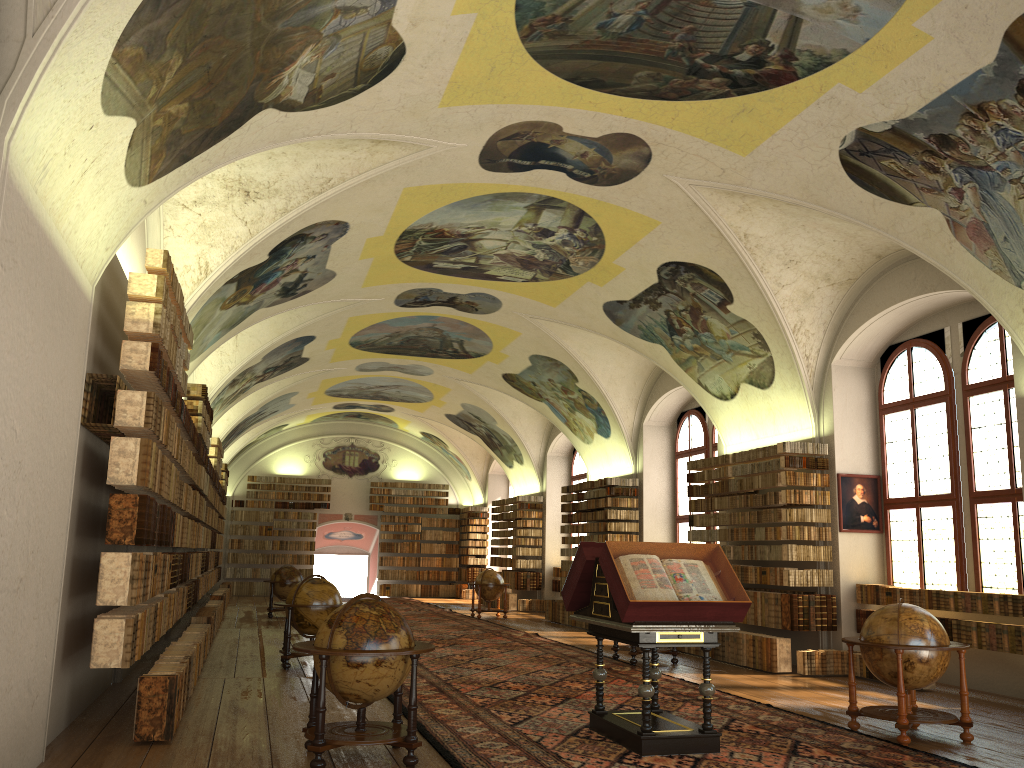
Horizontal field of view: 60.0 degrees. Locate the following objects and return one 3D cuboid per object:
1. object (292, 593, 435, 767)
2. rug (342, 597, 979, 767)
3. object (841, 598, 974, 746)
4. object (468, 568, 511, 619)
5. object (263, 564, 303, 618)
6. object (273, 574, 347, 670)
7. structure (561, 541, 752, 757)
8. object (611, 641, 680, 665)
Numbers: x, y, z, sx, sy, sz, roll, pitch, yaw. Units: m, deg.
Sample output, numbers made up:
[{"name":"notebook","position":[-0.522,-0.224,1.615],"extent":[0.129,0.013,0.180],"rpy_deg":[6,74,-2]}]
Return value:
[{"name":"object","position":[-1.344,2.630,8.015],"extent":[1.280,1.444,1.282],"rpy_deg":[-6,-13,36]},{"name":"rug","position":[-1.278,5.320,18.338],"extent":[4.706,0.064,37.020],"rpy_deg":[4,-11,-16]},{"name":"object","position":[4.262,3.061,9.606],"extent":[1.279,1.444,1.283],"rpy_deg":[-3,-11,21]},{"name":"object","position":[-0.672,6.192,26.305],"extent":[1.279,1.444,1.283],"rpy_deg":[-4,-12,26]},{"name":"object","position":[-6.290,5.762,24.724],"extent":[1.279,1.444,1.283],"rpy_deg":[-4,-12,26]},{"name":"object","position":[-3.221,3.820,14.362],"extent":[1.279,1.444,1.283],"rpy_deg":[-3,-11,21]},{"name":"structure","position":[1.392,2.614,9.005],"extent":[1.245,1.974,1.897],"rpy_deg":[4,-11,-16]},{"name":"object","position":[2.387,4.251,15.954],"extent":[1.280,1.444,1.282],"rpy_deg":[-6,-13,36]}]
